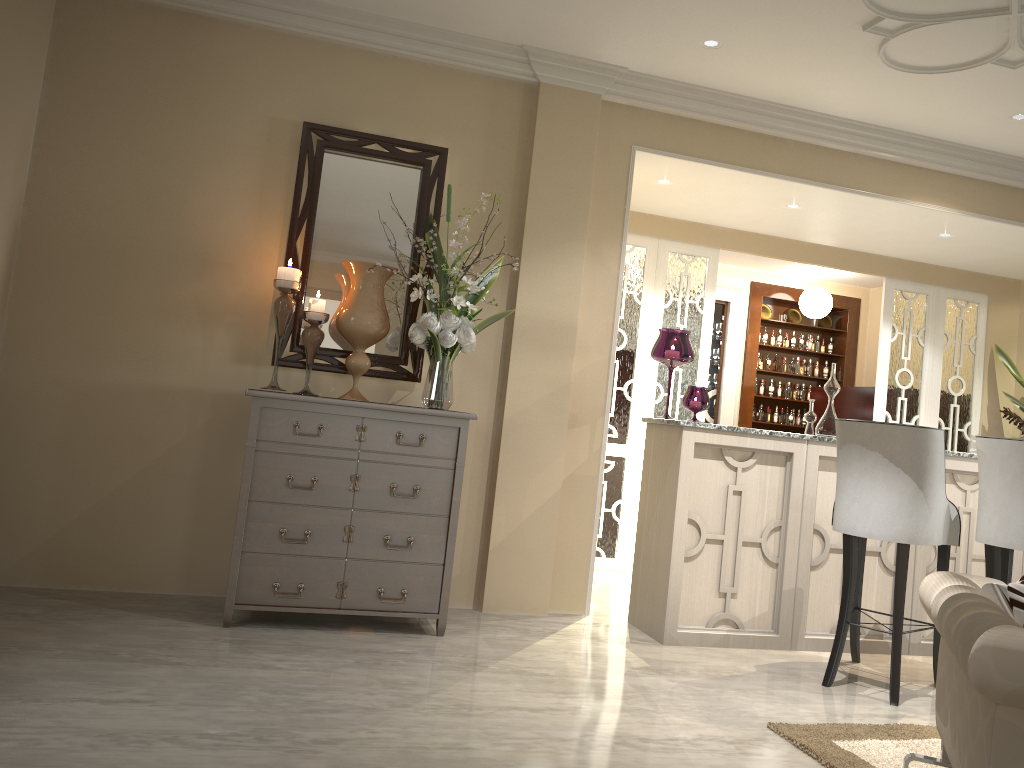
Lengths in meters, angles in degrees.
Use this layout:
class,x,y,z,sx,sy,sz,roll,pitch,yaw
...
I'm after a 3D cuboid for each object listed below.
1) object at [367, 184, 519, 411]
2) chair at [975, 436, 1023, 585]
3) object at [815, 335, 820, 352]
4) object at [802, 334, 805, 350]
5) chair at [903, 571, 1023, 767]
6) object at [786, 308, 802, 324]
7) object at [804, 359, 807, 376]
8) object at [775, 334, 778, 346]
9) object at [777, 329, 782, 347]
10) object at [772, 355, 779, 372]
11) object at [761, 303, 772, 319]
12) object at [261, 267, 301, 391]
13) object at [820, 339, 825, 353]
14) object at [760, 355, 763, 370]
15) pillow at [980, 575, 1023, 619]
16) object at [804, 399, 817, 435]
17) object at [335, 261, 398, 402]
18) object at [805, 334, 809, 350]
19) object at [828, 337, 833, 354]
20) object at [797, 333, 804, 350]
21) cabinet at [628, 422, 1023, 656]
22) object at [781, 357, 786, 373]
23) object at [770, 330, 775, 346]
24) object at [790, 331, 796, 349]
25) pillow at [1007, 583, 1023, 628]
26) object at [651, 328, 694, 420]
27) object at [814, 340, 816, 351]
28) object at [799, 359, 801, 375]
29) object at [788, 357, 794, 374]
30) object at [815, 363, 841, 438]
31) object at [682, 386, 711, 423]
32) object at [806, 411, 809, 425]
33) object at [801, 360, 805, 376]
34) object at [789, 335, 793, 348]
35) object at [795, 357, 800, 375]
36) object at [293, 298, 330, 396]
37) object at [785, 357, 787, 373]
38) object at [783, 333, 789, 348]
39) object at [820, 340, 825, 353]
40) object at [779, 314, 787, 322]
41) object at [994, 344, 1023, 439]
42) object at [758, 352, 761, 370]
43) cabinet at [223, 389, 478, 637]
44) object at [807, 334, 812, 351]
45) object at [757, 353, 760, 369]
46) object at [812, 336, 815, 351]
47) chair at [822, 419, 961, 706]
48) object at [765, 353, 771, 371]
class,x,y,z,sx,sy,sz,roll,pitch,yaw
object,-0.269,-0.328,3.458,0.561,0.856,0.603,6,-4,-2
chair,2.001,0.701,3.418,0.539,0.955,0.458,10,-5,-40
object,2.512,-0.328,7.279,0.038,0.149,0.037,6,-5,7
object,2.378,-0.338,7.253,0.032,0.138,0.032,7,-5,-6
chair,1.211,0.749,1.781,0.711,0.555,0.845,5,-3,20
object,2.325,-0.556,7.296,0.150,0.142,0.058,7,-5,-17
object,2.401,-0.133,7.281,0.038,0.149,0.037,4,-5,24
object,2.166,-0.351,7.220,0.033,0.115,0.032,2,-7,45
object,2.161,-0.371,7.148,0.038,0.149,0.038,8,-5,-16
object,2.126,-0.164,7.142,0.044,0.143,0.044,10,-6,-36
object,2.054,-0.588,7.222,0.150,0.142,0.058,7,-5,-17
object,-0.872,-0.212,3.347,0.102,0.472,0.102,8,-5,-25
object,2.585,-0.309,7.359,0.039,0.133,0.039,10,-6,-36
object,2.008,-0.172,7.149,0.039,0.133,0.039,7,-5,-12
pillow,1.175,0.569,1.975,0.198,0.270,0.298,3,-5,45
object,1.295,0.146,3.842,0.051,0.161,0.051,8,-5,-20
object,-0.581,-0.198,3.427,0.221,0.525,0.221,8,-5,-20
object,2.428,-0.337,7.267,0.038,0.149,0.038,7,-5,-13
object,2.636,-0.313,7.321,0.038,0.149,0.038,8,-5,-23
object,2.346,-0.346,7.193,0.044,0.143,0.044,9,-5,-26
cabinet,1.665,0.719,3.925,2.254,0.858,0.350,7,-4,-15
object,2.194,-0.151,7.152,0.039,0.133,0.039,7,-5,-12
object,2.101,-0.370,7.137,0.039,0.133,0.039,2,-6,40
object,2.280,-0.357,7.176,0.038,0.149,0.038,8,-5,-16
pillow,1.094,0.531,1.663,0.185,0.252,0.283,8,-3,-22
object,0.676,-0.040,3.776,0.181,0.383,0.180,7,-4,-10
object,2.516,-0.309,7.323,0.033,0.115,0.102,6,-4,5
object,2.323,-0.136,7.182,0.039,0.133,0.077,4,-5,27
object,2.259,-0.149,7.157,0.044,0.143,0.044,7,-5,-14
object,1.396,0.073,3.874,0.109,0.332,0.109,7,-5,-10
object,0.789,0.088,3.800,0.119,0.155,0.119,7,-4,-10
object,2.396,0.286,7.153,0.039,0.133,0.039,2,-7,45
object,2.373,-0.129,7.226,0.039,0.133,0.039,7,-5,-12
object,2.299,-0.340,7.263,0.044,0.125,0.044,8,-5,-16
object,2.306,-0.147,7.146,0.038,0.149,0.037,3,-6,35
object,-0.762,-0.145,3.374,0.102,0.375,0.102,8,-5,-25
object,2.218,-0.150,7.200,0.032,0.138,0.032,7,-5,-5
object,2.228,-0.354,7.193,0.039,0.133,0.095,6,-4,9
object,2.564,-0.305,7.305,0.034,0.116,0.034,4,-5,26
object,2.195,-0.530,7.171,0.061,0.064,0.061,4,-4,35
object,3.416,0.240,5.512,0.540,0.963,0.615,8,-4,-17
object,1.981,-0.184,7.120,0.038,0.149,0.038,7,-5,-13
cabinet,-0.620,0.469,3.316,0.822,0.816,0.426,7,-4,-15
object,2.425,-0.334,7.204,0.032,0.138,0.032,8,-5,-20
object,1.958,-0.180,7.069,0.039,0.133,0.039,10,-6,-39
object,2.467,-0.325,7.278,0.039,0.133,0.039,2,-7,45
chair,1.372,0.626,3.247,0.458,0.955,0.539,3,-5,40
object,2.050,-0.174,7.086,0.044,0.143,0.044,9,-5,-26
